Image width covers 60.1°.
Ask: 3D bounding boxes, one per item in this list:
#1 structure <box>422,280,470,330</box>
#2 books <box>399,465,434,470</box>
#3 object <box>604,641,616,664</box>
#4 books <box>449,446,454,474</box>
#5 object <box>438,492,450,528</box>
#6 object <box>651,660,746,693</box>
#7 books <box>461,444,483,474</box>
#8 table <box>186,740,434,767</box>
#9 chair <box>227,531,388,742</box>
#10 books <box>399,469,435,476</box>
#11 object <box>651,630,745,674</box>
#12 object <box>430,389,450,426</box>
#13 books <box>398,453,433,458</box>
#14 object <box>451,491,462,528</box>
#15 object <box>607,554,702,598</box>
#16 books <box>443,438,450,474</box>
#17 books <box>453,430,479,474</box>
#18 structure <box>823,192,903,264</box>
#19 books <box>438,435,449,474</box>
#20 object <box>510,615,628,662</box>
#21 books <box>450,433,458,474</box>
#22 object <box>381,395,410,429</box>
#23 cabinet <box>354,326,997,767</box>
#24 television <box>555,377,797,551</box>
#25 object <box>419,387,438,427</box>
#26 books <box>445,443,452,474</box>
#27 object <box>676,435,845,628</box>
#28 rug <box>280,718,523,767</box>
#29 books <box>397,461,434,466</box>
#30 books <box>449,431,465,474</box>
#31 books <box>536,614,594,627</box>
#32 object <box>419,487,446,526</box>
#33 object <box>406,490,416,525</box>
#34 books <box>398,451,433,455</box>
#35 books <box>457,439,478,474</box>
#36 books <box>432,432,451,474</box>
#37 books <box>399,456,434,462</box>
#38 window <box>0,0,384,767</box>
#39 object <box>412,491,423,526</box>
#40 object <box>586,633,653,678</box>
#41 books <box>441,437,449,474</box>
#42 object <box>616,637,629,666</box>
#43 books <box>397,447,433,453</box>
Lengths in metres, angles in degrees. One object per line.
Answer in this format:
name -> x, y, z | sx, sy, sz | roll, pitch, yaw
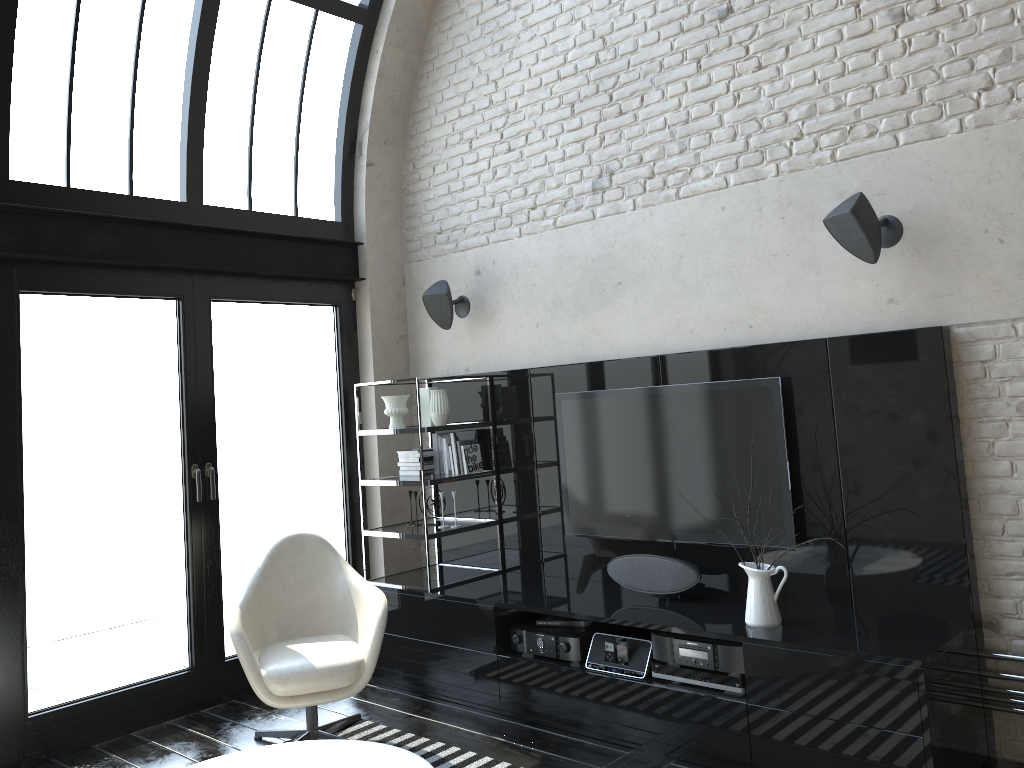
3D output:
structure -> -0.394, -0.488, 5.457 | 0.177, 0.307, 0.357 | -6, -3, 24
books -> -0.525, 0.500, 5.384 | 0.197, 0.024, 0.251 | -5, -2, 40
object -> 0.446, 1.216, 4.010 | 0.057, 0.097, 0.011 | -8, -6, 42
books -> -0.319, 0.446, 5.246 | 0.037, 0.166, 0.111 | -8, -6, 42
object -> -0.398, 0.722, 5.086 | 0.065, 0.199, 0.065 | -3, -5, -7
object -> 0.889, 1.223, 3.841 | 0.439, 0.059, 0.371 | -5, -2, 42
books -> -0.235, 0.440, 5.199 | 0.040, 0.166, 0.135 | -8, -5, 42
table -> -0.761, 1.494, 2.813 | 1.089, 0.301, 1.083 | -3, -2, -25
chair -> -0.979, 1.224, 4.235 | 0.719, 0.946, 0.772 | -3, -4, -18
books -> -0.523, 0.529, 5.392 | 0.197, 0.034, 0.268 | -5, -2, 44
object -> 0.890, 1.128, 3.840 | 0.444, 0.131, 0.407 | -5, -2, 42
object -> -0.420, 0.139, 5.145 | 0.114, 0.210, 0.112 | -8, -6, 42
books -> -0.529, 0.430, 5.395 | 0.193, 0.015, 0.262 | -5, -2, 42
object -> -0.325, 0.717, 5.068 | 0.065, 0.199, 0.065 | -3, -5, -7
object -> 0.721, 0.921, 4.291 | 0.526, 0.219, 0.204 | -6, -3, 42
books -> -0.333, 0.426, 5.305 | 0.028, 0.211, 0.178 | -8, -5, 42
books -> -0.263, 0.403, 5.243 | 0.043, 0.245, 0.187 | -8, -6, 42
structure -> 1.493, -0.655, 3.736 | 0.358, 0.307, 0.177 | -2, -4, -29
books -> -0.365, 0.419, 5.326 | 0.041, 0.230, 0.171 | -8, -6, 42
object -> 0.268, 1.254, 4.397 | 0.444, 0.131, 0.419 | -5, -2, 42
books -> -0.280, 0.405, 5.256 | 0.048, 0.244, 0.178 | -8, -6, 42
object -> -0.685, 0.167, 5.241 | 0.172, 0.194, 0.171 | -7, -4, 42
cabinet -> 0.496, 0.733, 4.372 | 3.093, 1.731, 0.733 | -6, -5, 42
television -> 0.769, 0.395, 4.415 | 1.313, 0.776, 0.072 | -6, -5, 42
object -> -0.499, 0.137, 5.247 | 0.117, 0.229, 0.073 | -8, -6, 42
books -> -0.333, 0.440, 5.264 | 0.039, 0.181, 0.125 | -8, -6, 42
object -> 0.991, 0.603, 3.605 | 0.695, 0.785, 0.351 | -7, -5, 39
rug -> -0.672, 1.623, 2.060 | 3.480, 0.004, 3.402 | -5, -2, 42
books -> -0.528, 0.477, 5.398 | 0.218, 0.024, 0.268 | -5, -2, 42
books -> -0.293, 0.405, 5.265 | 0.034, 0.245, 0.177 | -8, -6, 42
books -> 0.278, 1.172, 4.422 | 0.267, 0.024, 0.198 | -4, -1, 19
object -> -0.466, 0.718, 5.198 | 0.179, 0.220, 0.045 | -6, -5, 30
object -> -0.607, 0.742, 5.316 | 0.065, 0.199, 0.065 | -4, -5, 2
books -> -0.534, 0.415, 5.393 | 0.193, 0.015, 0.257 | -5, -2, 41
books -> -0.253, 0.427, 5.217 | 0.042, 0.195, 0.152 | -8, -6, 42
books -> -0.396, 0.415, 5.357 | 0.044, 0.243, 0.178 | -8, -6, 42
books -> -0.533, 0.451, 5.391 | 0.197, 0.029, 0.248 | -5, -2, 44
window -> -1.500, -1.047, 3.382 | 2.855, 5.519, 4.282 | -8, -5, 42
object -> -0.569, 0.738, 5.252 | 0.065, 0.199, 0.065 | -4, -5, 2
object -> 0.493, 1.222, 4.009 | 0.327, 0.141, 0.129 | -6, -4, 42
books -> -0.345, 0.424, 5.315 | 0.017, 0.217, 0.182 | -8, -6, 42
object -> 0.495, 1.198, 3.963 | 0.058, 0.125, 0.008 | -8, -6, 42
books -> -0.538, 0.402, 5.401 | 0.209, 0.012, 0.260 | -5, -2, 44
